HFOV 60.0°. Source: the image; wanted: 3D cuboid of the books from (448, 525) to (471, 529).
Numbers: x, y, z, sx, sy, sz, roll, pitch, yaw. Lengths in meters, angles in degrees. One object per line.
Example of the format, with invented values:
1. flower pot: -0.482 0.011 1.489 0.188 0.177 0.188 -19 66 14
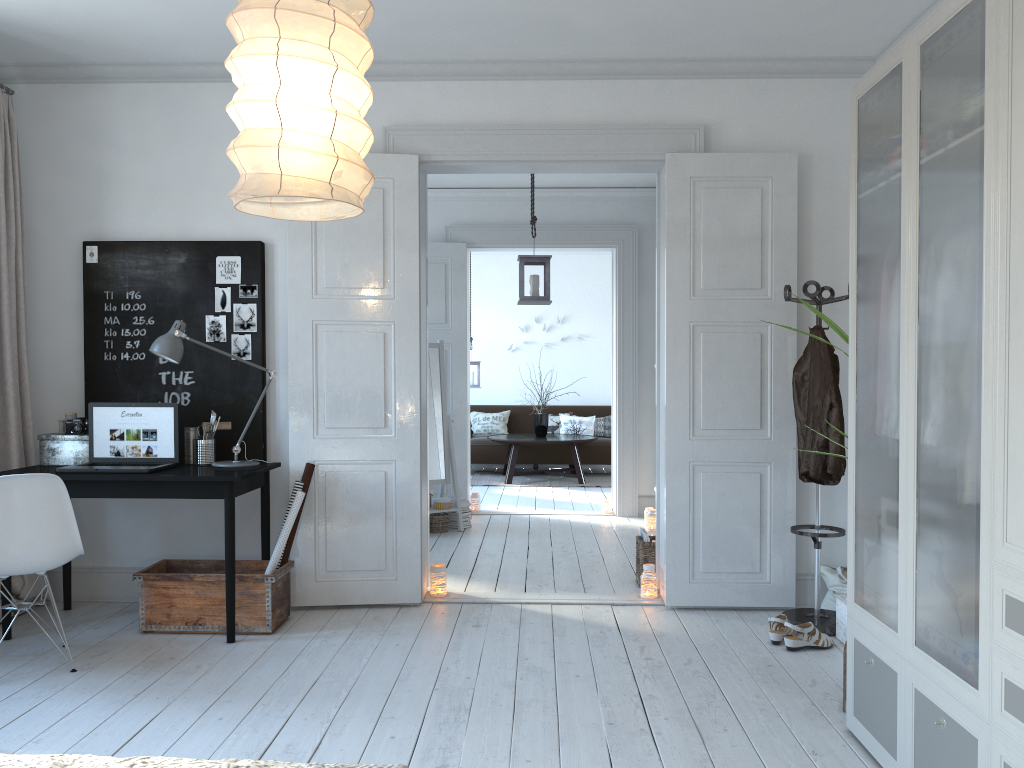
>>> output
1. books: -0.440 1.145 7.094 0.178 0.016 0.128 0 1 40

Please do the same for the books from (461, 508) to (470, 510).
1. books: -0.444 1.001 7.089 0.128 0.016 0.176 0 0 -32

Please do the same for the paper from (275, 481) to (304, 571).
1. paper: -1.145 0.827 4.354 0.266 0.669 0.043 -1 2 -43

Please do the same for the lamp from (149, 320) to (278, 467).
1. lamp: -1.461 0.064 4.376 0.617 0.716 0.230 -1 2 -27

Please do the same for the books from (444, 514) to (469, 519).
1. books: -0.452 1.062 7.091 0.167 0.022 0.128 0 1 36

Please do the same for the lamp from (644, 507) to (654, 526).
1. lamp: 1.106 1.076 7.168 0.084 0.146 0.084 0 1 6

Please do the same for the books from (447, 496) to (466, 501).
1. books: -0.450 0.926 7.094 0.111 0.014 0.156 0 0 -19

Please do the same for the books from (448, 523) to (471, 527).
1. books: -0.444 1.127 7.092 0.176 0.016 0.128 0 1 43

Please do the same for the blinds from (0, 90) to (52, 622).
1. blinds: -2.520 -0.144 4.217 0.225 2.648 0.830 0 1 2

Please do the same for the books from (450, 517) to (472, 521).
1. books: -0.443 1.082 7.087 0.187 0.017 0.132 0 1 39

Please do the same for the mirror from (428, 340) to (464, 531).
1. mirror: -0.721 0.408 6.896 0.610 1.489 0.417 -1 2 -34

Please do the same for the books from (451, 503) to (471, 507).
1. books: -0.436 0.963 7.079 0.128 0.026 0.200 0 0 -27

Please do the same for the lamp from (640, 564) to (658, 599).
1. lamp: 0.736 1.069 4.802 0.093 0.180 0.093 0 1 -15

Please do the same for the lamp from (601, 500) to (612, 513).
1. lamp: 0.826 1.081 7.805 0.093 0.110 0.093 0 1 19

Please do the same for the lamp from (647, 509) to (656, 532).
1. lamp: 1.098 1.067 6.937 0.089 0.166 0.089 0 1 3

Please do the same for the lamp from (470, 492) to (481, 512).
1. lamp: -0.329 1.056 7.850 0.089 0.166 0.089 0 1 1

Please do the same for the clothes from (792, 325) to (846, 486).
1. clothes: 1.463 0.100 4.220 0.237 0.770 0.211 1 2 35

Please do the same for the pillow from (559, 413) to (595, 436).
1. pillow: 0.814 0.534 11.151 0.471 0.309 0.188 0 1 2

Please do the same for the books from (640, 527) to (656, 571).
1. books: 0.849 1.000 5.163 0.201 0.300 0.179 0 1 2

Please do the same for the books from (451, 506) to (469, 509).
1. books: -0.444 0.985 7.086 0.128 0.016 0.180 0 0 -27

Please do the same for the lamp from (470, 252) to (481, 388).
1. lamp: -0.475 -0.817 10.403 0.228 1.763 0.228 0 1 -2

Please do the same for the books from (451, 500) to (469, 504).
1. books: -0.442 0.942 7.082 0.132 0.017 0.187 0 0 -25

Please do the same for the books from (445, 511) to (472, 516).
1. books: -0.439 1.039 7.083 0.193 0.022 0.128 0 1 34

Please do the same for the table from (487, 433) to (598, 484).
1. table: 0.351 0.878 10.392 1.300 0.503 1.299 0 1 -8

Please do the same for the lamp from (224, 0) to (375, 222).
1. lamp: -0.486 -1.013 2.061 0.338 1.231 0.340 1 2 33

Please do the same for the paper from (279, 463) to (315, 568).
1. paper: -1.116 0.784 4.422 0.297 0.747 0.048 -1 2 -43

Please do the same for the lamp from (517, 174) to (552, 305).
1. lamp: 0.160 -1.428 6.075 0.228 1.763 0.228 0 1 -2

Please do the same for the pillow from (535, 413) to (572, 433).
1. pillow: 0.525 0.544 11.236 0.473 0.348 0.158 0 1 0

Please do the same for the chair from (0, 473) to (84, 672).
1. chair: -2.024 0.772 3.650 0.474 0.824 0.554 -1 1 -33

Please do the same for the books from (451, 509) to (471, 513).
1. books: -0.439 1.019 7.091 0.178 0.016 0.128 0 1 45

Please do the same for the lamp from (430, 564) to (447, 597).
1. lamp: -0.407 1.077 4.825 0.089 0.166 0.089 0 1 -6

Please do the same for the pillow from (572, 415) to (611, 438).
1. pillow: 1.019 0.545 11.257 0.542 0.288 0.183 0 1 3

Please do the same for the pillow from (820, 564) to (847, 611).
1. pillow: 1.721 1.009 4.481 0.317 0.314 0.273 0 1 3

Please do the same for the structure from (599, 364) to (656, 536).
1. structure: 1.419 -0.181 7.199 1.247 2.829 0.800 -1 2 -43

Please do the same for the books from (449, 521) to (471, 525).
1. books: -0.444 1.111 7.089 0.128 0.016 0.180 -1 1 -43

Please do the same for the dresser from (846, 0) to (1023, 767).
1. dresser: 1.416 0.087 2.279 0.630 2.164 1.431 0 1 2

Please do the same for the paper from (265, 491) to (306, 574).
1. paper: -1.147 0.844 4.295 0.283 0.627 0.041 0 2 -20

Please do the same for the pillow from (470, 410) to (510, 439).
1. pillow: -0.281 0.534 11.299 0.519 0.367 0.239 0 1 1

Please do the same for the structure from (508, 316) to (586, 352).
1. structure: 0.459 -0.646 11.601 1.025 0.478 0.085 0 1 2
